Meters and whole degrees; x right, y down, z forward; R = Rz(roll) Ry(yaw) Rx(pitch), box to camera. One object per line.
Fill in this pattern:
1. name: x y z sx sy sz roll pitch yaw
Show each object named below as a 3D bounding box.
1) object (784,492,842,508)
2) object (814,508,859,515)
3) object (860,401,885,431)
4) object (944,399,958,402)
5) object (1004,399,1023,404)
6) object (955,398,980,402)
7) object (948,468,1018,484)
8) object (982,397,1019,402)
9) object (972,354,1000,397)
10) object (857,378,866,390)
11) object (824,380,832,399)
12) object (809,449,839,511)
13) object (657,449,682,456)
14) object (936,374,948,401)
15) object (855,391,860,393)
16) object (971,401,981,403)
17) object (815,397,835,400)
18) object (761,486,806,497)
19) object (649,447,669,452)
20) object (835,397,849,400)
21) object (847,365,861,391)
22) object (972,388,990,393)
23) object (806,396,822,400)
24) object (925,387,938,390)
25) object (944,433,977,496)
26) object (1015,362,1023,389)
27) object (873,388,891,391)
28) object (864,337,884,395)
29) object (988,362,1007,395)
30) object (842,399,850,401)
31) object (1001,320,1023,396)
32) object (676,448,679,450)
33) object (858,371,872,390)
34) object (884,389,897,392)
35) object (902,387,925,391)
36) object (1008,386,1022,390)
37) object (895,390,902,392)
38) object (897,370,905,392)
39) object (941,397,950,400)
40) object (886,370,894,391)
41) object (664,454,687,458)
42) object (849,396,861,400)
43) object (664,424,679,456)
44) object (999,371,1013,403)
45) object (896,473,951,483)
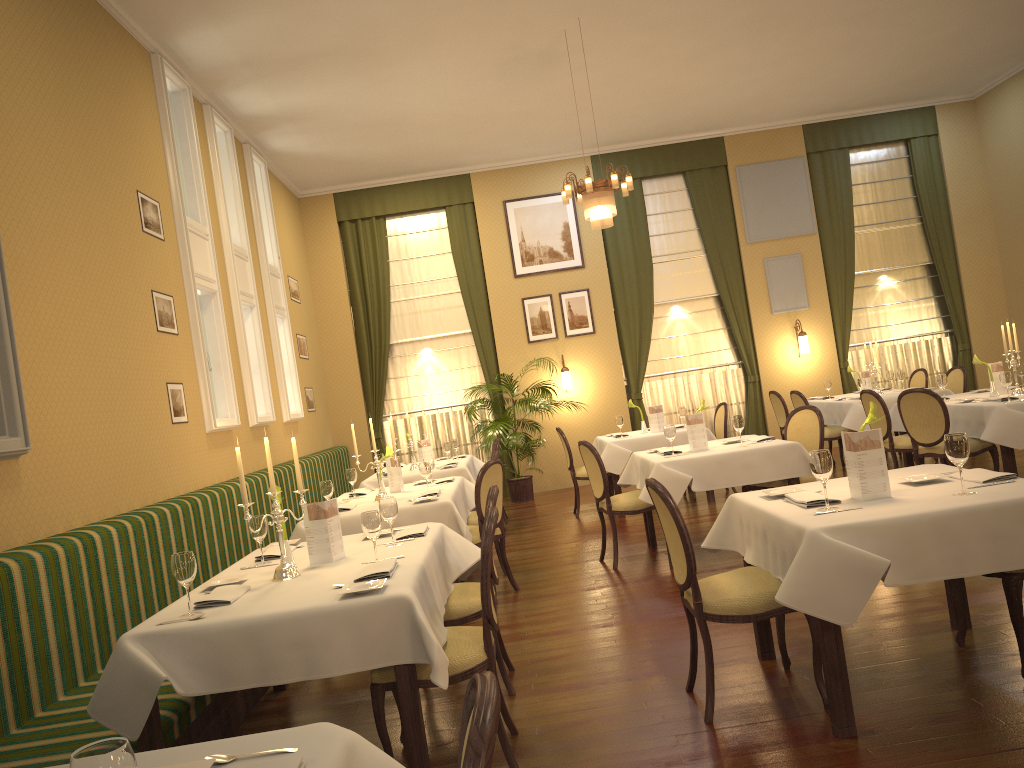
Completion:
1. object: 1.236 0.474 3.656 0.142 0.033 0.273 -9 -1 -1
2. object: 1.238 0.480 3.367 0.185 0.010 0.017 -9 -1 0
3. object: 1.470 0.263 3.648 0.163 0.375 0.076 -8 -1 -24
4. object: 3.775 0.139 7.629 0.185 0.010 0.017 -9 -1 0
5. object: 3.772 0.128 6.644 0.181 0.015 0.038 -9 -1 0
6. object: 3.735 0.136 7.249 0.160 0.024 0.160 -9 -1 -1
7. object: 1.918 0.375 3.625 0.142 0.024 0.273 -9 -1 -1
8. object: 3.824 0.117 6.949 0.142 0.033 0.273 -9 -1 -1
9. object: 3.967 -0.076 7.429 0.163 0.375 0.076 -9 -1 21
10. object: 3.719 0.054 9.407 0.088 0.229 0.088 -8 -1 -43
11. object: 3.708 0.066 10.387 0.088 0.229 0.088 -8 -1 -43
12. object: 1.213 0.374 3.451 0.088 0.229 0.088 -8 -1 -43
13. object: 1.189 0.511 6.696 0.142 0.033 0.273 -9 -1 -1
14. object: 3.750 0.034 7.714 0.088 0.229 0.088 -8 -1 -43
15. object: 4.224 0.096 10.719 0.160 0.024 0.160 -9 -1 -1
16. object: 3.783 0.133 7.125 0.185 0.010 0.017 -9 -1 0
17. object: 3.731 0.166 10.592 0.142 0.033 0.273 -9 -1 -1
18. object: 1.202 0.484 3.924 0.160 0.024 0.160 -9 -1 -1
19. object: 1.155 0.521 6.965 0.160 0.024 0.160 -9 -1 -1
20. object: 3.694 0.168 9.923 0.160 0.024 0.160 -9 -1 -1
21. object: 3.925 -0.044 10.102 0.163 0.375 0.076 -9 -1 21
22. object: 4.266 0.064 8.045 0.160 0.024 0.160 -9 -1 -1
23. object: 3.697 0.176 10.861 0.160 0.024 0.160 -9 -1 -1
24. object: 4.376 0.060 9.347 0.160 0.024 0.160 -9 -1 -1
25. object: 1.686 0.302 3.341 0.088 0.229 0.088 -8 -1 -43
26. object: 4.454 -0.072 7.754 0.088 0.229 0.088 -8 -1 -43
27. object: 4.412 0.068 10.616 0.142 0.024 0.273 -9 -1 -1
28. object: 4.048 -0.201 9.919 0.390 0.655 0.131 -8 -1 -35
29. object: 4.116 -0.046 7.479 0.166 0.277 0.081 -8 -1 -30
30. object: 3.741 0.165 9.798 0.185 0.010 0.017 -9 -1 0
31. object: 4.090 -0.233 7.246 0.131 0.655 0.390 -9 -1 33
32. object: 1.202 0.517 6.863 0.181 0.015 0.038 -9 -1 0
33. object: 4.074 -0.014 10.153 0.166 0.277 0.081 -8 -1 -30
34. object: 4.353 0.078 10.246 0.185 0.010 0.017 -9 -1 -1
35. object: 4.375 0.060 9.667 0.142 0.033 0.273 -9 -1 -1
36. object: 4.454 0.036 7.943 0.142 0.024 0.273 -9 -1 -1
37. object: 4.358 0.074 9.959 0.185 0.010 0.017 -9 -1 -1
38. object: 4.335 -0.034 9.857 0.088 0.229 0.088 -8 -1 -43
39. object: 3.773 0.134 7.918 0.142 0.033 0.273 -9 -1 -1
40. object: 4.414 -0.041 10.330 0.088 0.229 0.088 -8 -1 -43
41. object: 1.191 0.516 6.407 0.185 0.010 0.017 -9 -1 0
42. object: 3.783 0.149 9.623 0.142 0.033 0.273 -9 -1 -1
43. object: 1.165 0.410 6.491 0.088 0.229 0.088 -9 -1 41
44. object: 3.760 0.022 6.733 0.088 0.229 0.088 -8 -1 -43
45. object: 1.730 0.403 3.727 0.160 0.024 0.160 -9 -1 -1
